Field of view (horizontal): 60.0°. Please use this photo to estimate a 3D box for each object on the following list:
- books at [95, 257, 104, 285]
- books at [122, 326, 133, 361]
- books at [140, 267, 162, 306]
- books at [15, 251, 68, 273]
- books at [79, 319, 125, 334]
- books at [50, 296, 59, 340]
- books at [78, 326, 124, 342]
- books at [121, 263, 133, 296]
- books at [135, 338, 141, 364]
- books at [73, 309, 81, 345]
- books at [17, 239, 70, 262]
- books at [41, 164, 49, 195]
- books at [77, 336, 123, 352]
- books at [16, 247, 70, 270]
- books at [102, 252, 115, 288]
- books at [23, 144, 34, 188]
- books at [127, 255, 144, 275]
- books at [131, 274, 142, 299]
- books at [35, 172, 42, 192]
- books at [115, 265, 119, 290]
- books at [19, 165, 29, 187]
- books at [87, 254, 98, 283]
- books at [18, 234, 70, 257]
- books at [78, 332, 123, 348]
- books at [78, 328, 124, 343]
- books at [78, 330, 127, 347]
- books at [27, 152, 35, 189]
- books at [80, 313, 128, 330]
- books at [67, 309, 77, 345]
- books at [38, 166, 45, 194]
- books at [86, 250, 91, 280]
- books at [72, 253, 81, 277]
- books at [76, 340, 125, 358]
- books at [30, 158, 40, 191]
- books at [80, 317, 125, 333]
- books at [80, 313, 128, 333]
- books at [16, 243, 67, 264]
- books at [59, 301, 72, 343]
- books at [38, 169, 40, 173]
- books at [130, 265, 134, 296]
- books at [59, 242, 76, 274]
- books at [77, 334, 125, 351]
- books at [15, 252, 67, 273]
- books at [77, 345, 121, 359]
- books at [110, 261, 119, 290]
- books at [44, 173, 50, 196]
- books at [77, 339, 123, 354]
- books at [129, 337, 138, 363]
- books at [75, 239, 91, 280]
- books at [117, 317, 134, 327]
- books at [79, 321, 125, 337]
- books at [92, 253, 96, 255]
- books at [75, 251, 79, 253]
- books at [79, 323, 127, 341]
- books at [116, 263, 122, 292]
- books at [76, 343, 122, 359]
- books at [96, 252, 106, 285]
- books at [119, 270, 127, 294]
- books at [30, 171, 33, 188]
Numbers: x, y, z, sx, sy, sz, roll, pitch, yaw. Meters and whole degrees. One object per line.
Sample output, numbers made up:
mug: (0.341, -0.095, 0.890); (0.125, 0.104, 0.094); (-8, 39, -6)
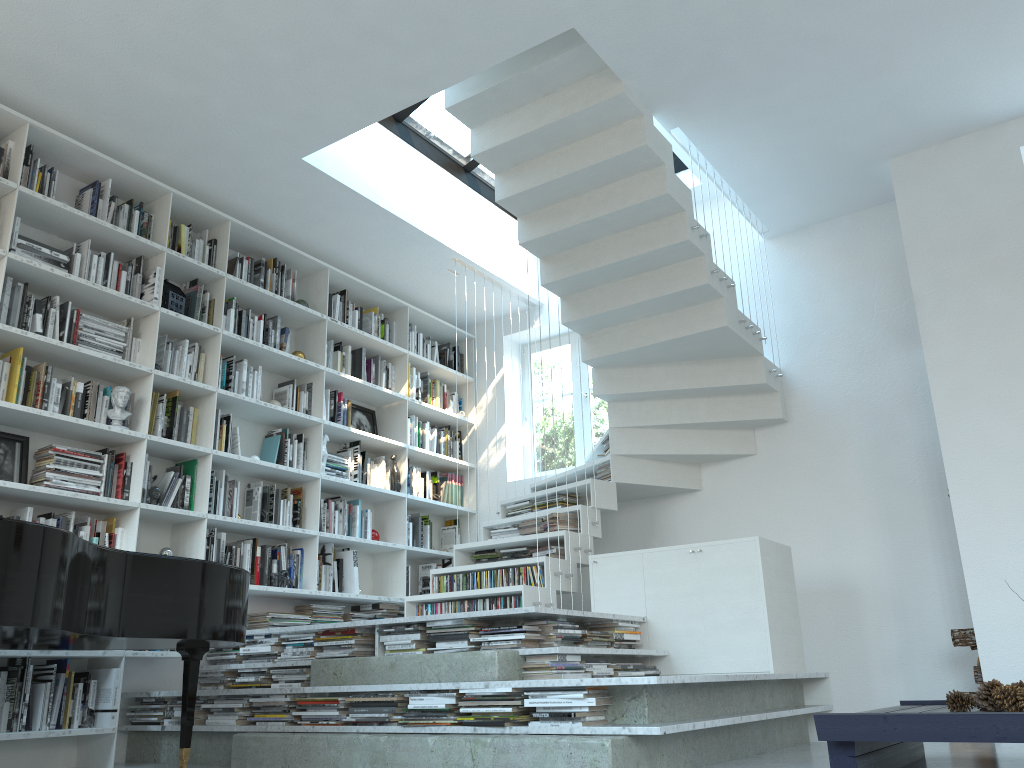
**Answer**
books: (-2.301, -0.567, 4.839); (0.183, 0.218, 0.028); (-14, -22, 32)
books: (-2.161, -0.182, 4.903); (0.161, 0.253, 0.012); (-14, -21, 32)
books: (-2.091, -0.517, 5.031); (0.272, 0.236, 0.037); (-14, -22, 32)
books: (-2.480, -0.613, 4.591); (0.159, 0.012, 0.286); (-13, -22, 30)
books: (-2.263, -0.289, 4.810); (0.161, 0.012, 0.254); (-15, -23, 34)
books: (-2.399, -0.298, 4.596); (0.162, 0.290, 0.049); (-14, -21, 32)
books: (-2.262, -0.253, 4.799); (0.161, 0.012, 0.254); (-15, -23, 34)
books: (-2.200, -0.540, 4.971); (0.173, 0.247, 0.032); (-14, -21, 32)
books: (-2.140, -0.139, 4.955); (0.158, 0.204, 0.030); (-14, -22, 32)
books: (-2.331, -0.258, 4.651); (0.177, 0.246, 0.013); (-14, -21, 32)
books: (-2.481, -0.675, 4.613); (0.159, 0.024, 0.285); (-15, -23, 34)
books: (-2.512, -1.022, 4.687); (0.147, 0.263, 0.013); (-14, -21, 32)
books: (-2.260, -0.196, 4.780); (0.161, 0.012, 0.254); (-13, -22, 30)
books: (-2.474, -0.630, 4.594); (0.160, 0.024, 0.285); (-16, -23, 36)
books: (-2.270, -0.577, 4.889); (0.185, 0.268, 0.023); (-14, -21, 32)
books: (-2.569, -1.079, 4.633); (0.145, 0.339, 0.014); (-13, -21, 32)
books: (-2.165, -0.559, 5.053); (0.156, 0.333, 0.012); (-13, -21, 32)
books: (-2.167, -0.504, 5.012); (0.191, 0.202, 0.029); (-14, -22, 32)
books: (-2.532, -0.999, 4.647); (0.172, 0.195, 0.023); (-14, -22, 32)
books: (-2.244, -0.545, 4.925); (0.152, 0.229, 0.010); (-14, -21, 32)
books: (-2.567, -1.017, 4.588); (0.166, 0.194, 0.026); (-14, -22, 32)
books: (-2.321, -0.576, 4.806); (0.190, 0.215, 0.027); (-14, -22, 32)
books: (-2.486, -0.697, 4.623); (0.159, 0.024, 0.286); (-14, -22, 32)
books: (-2.263, -0.218, 4.789); (0.161, 0.012, 0.254); (-14, -22, 33)
books: (-2.260, -0.242, 4.794); (0.161, 0.012, 0.254); (-12, -21, 29)
books: (-2.259, -0.230, 4.790); (0.159, 0.012, 0.285); (-15, -23, 35)
books: (-2.557, -1.055, 4.633); (0.153, 0.295, 0.010); (-14, -21, 32)
books: (-2.264, -0.324, 4.822); (0.159, 0.012, 0.285); (-15, -23, 34)
books: (-2.349, -0.258, 4.646); (0.183, 0.244, 0.015); (-14, -21, 32)
books: (-2.525, -1.016, 4.678); (0.139, 0.247, 0.014); (-14, -21, 32)
books: (-2.343, -0.594, 4.783); (0.171, 0.236, 0.021); (-14, -21, 32)
books: (-2.371, -0.586, 4.727); (0.193, 0.187, 0.025); (-14, -22, 32)
books: (-2.258, -0.173, 4.772); (0.159, 0.012, 0.286); (-12, -21, 29)
books: (-2.532, -1.038, 4.637); (0.163, 0.264, 0.011); (-14, -21, 32)
books: (-2.267, -0.300, 4.816); (0.161, 0.012, 0.254); (-14, -22, 32)
books: (-2.258, -0.314, 4.814); (0.159, 0.012, 0.286); (-12, -21, 27)
books: (-2.477, -0.653, 4.603); (0.161, 0.025, 0.254); (-12, -21, 28)
books: (-2.367, -0.281, 4.613); (0.192, 0.268, 0.021); (-14, -21, 32)
books: (-2.541, -1.009, 4.675); (0.136, 0.232, 0.006); (-14, -21, 32)
books: (-2.196, -0.536, 5.005); (0.133, 0.260, 0.029); (-13, -21, 32)
books: (-2.387, -0.621, 4.725); (0.161, 0.253, 0.012); (-14, -21, 32)
books: (-2.263, -0.207, 4.785); (0.159, 0.012, 0.286); (-14, -22, 33)
books: (-2.478, -0.602, 4.586); (0.159, 0.012, 0.286); (-12, -21, 29)
books: (-2.263, -0.149, 4.768); (0.161, 0.012, 0.254); (-14, -22, 32)
books: (-2.249, -0.551, 4.896); (0.191, 0.222, 0.023); (-14, -22, 32)
books: (-2.500, -0.998, 4.689); (0.144, 0.218, 0.016); (-14, -21, 32)
books: (-2.260, -0.184, 4.776); (0.161, 0.012, 0.254); (-15, -23, 34)
books: (-2.152, -0.144, 4.928); (0.172, 0.198, 0.030); (-14, -22, 32)
books: (-2.339, -0.623, 4.769); (0.190, 0.283, 0.011); (-14, -21, 32)
books: (-2.168, -0.206, 4.932); (0.140, 0.317, 0.012); (-13, -21, 32)
books: (-2.257, -0.277, 4.803); (0.161, 0.012, 0.254); (-16, -23, 36)
books: (-2.320, -0.582, 4.832); (0.131, 0.243, 0.012); (-14, -21, 32)
books: (-2.382, -0.591, 4.767); (0.128, 0.222, 0.024); (-14, -21, 32)
books: (-2.264, -0.264, 4.804); (0.159, 0.012, 0.286); (-13, -22, 31)
books: (-2.232, -0.544, 4.931); (0.158, 0.229, 0.012); (-14, -21, 32)
books: (-2.261, -0.161, 4.770); (0.161, 0.012, 0.254); (-13, -22, 31)
books: (-2.302, -0.581, 4.880); (0.140, 0.272, 0.029); (-14, -21, 32)
books: (-2.217, -0.519, 4.938); (0.176, 0.187, 0.029); (-14, -22, 32)
books: (-2.560, -1.007, 4.634); (0.145, 0.204, 0.011); (-14, -21, 32)
